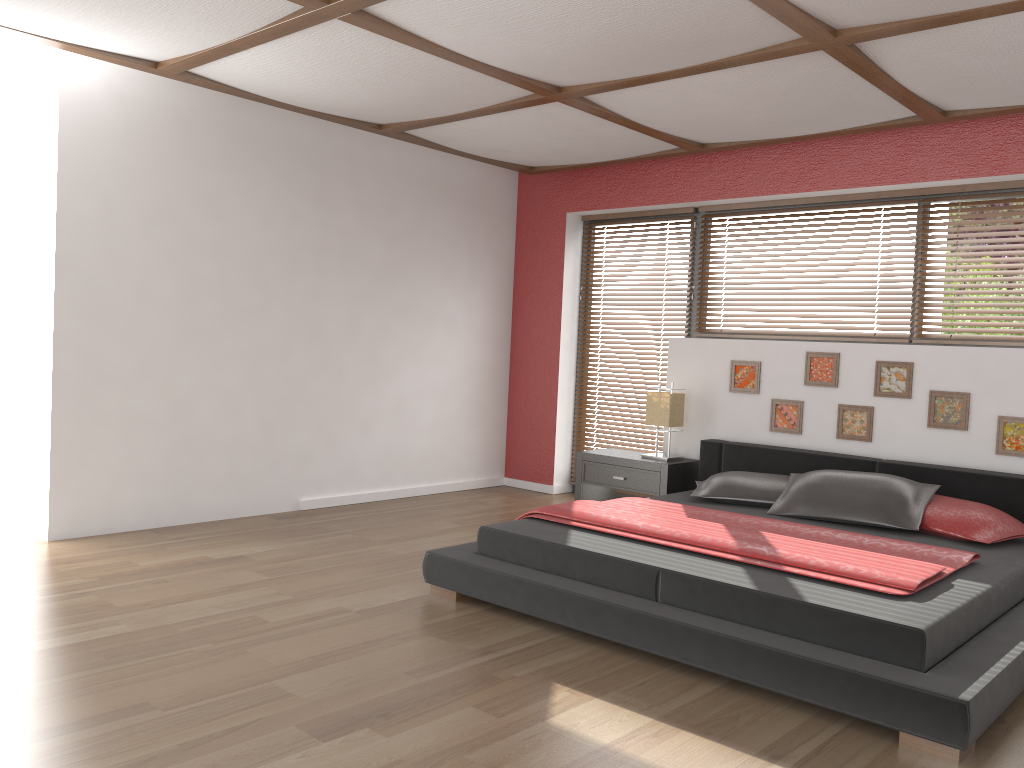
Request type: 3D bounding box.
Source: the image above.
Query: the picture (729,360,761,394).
[{"bbox_3d":[1.444,-0.043,5.495,0.200,0.200,0.010,5,3,42],"label":"picture"}]

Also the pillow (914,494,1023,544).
[{"bbox_3d":[2.060,0.631,4.229,0.418,0.172,0.745,1,3,-29],"label":"pillow"}]

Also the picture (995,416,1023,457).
[{"bbox_3d":[2.562,0.268,4.485,0.200,0.200,0.010,5,3,42],"label":"picture"}]

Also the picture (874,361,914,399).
[{"bbox_3d":[2.106,-0.024,4.897,0.200,0.200,0.010,5,3,42],"label":"picture"}]

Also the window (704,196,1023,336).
[{"bbox_3d":[2.369,-0.665,5.137,2.817,0.786,0.020,5,3,42],"label":"window"}]

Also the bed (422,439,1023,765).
[{"bbox_3d":[1.134,0.682,4.096,2.469,0.577,2.413,5,3,42],"label":"bed"}]

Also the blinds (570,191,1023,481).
[{"bbox_3d":[2.293,-0.087,5.113,4.840,1.952,0.032,5,3,42],"label":"blinds"}]

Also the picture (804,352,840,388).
[{"bbox_3d":[1.805,-0.085,5.169,0.200,0.200,0.010,5,3,42],"label":"picture"}]

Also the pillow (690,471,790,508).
[{"bbox_3d":[1.349,0.574,4.799,0.745,0.172,0.418,3,2,17],"label":"pillow"}]

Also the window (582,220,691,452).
[{"bbox_3d":[0.897,-0.244,6.466,0.889,1.893,0.020,5,3,42],"label":"window"}]

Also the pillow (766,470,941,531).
[{"bbox_3d":[1.673,0.555,4.390,0.744,0.241,0.386,4,3,37],"label":"pillow"}]

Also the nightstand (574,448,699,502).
[{"bbox_3d":[0.804,0.676,5.742,0.700,0.423,0.413,5,3,42],"label":"nightstand"}]

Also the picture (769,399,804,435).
[{"bbox_3d":[1.644,0.194,5.314,0.200,0.200,0.010,5,3,42],"label":"picture"}]

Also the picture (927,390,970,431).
[{"bbox_3d":[2.317,0.140,4.707,0.200,0.200,0.010,5,3,42],"label":"picture"}]

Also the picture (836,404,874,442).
[{"bbox_3d":[1.948,0.221,5.039,0.200,0.200,0.010,5,3,42],"label":"picture"}]

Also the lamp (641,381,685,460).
[{"bbox_3d":[0.971,0.225,5.646,0.200,0.480,0.200,5,3,42],"label":"lamp"}]
